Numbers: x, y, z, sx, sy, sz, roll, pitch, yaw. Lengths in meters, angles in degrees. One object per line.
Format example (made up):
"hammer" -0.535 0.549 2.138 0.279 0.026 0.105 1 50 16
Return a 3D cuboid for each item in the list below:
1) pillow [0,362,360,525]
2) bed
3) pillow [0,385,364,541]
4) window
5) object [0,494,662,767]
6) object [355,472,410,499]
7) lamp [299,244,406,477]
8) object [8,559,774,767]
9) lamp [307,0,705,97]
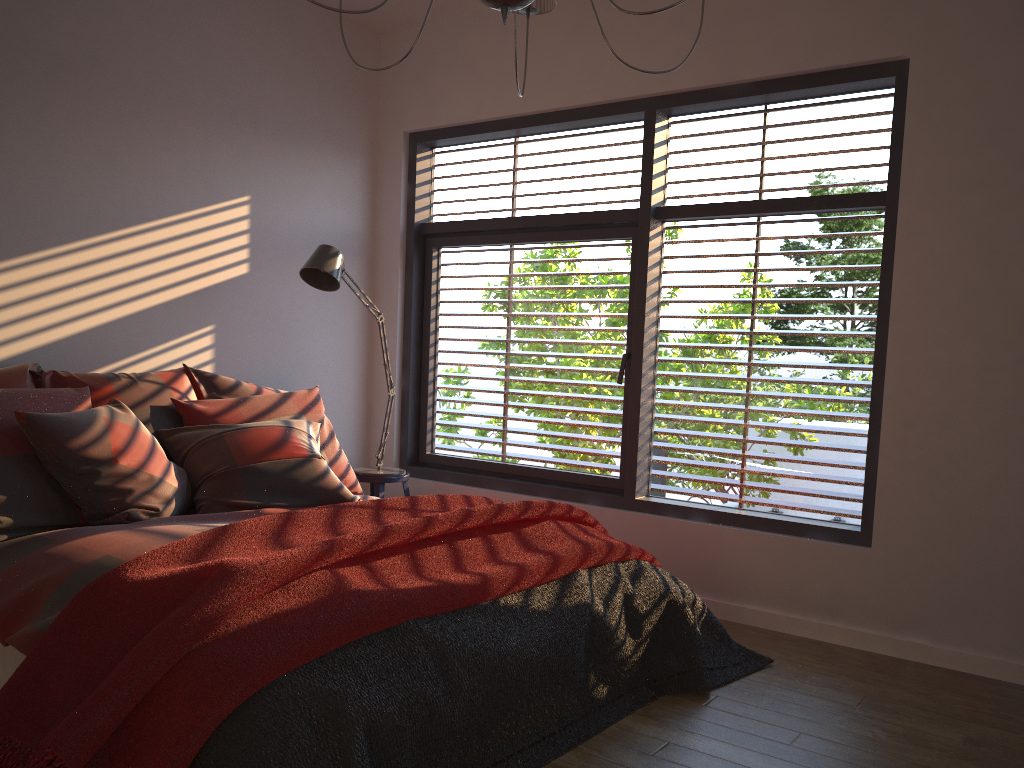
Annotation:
"pillow" -1.288 0.299 3.497 1.142 0.736 2.139 4 3 34
"bed" -0.808 0.618 3.161 2.308 0.773 2.033 4 3 35
"pillow" -1.361 0.269 3.449 0.526 0.553 1.812 5 3 36
"window" 0.502 -0.370 4.364 2.630 1.949 0.170 5 5 35
"object" -0.290 0.721 2.760 0.681 0.663 2.642 5 3 37
"object" -0.723 0.711 4.716 0.341 0.482 0.337 5 5 33
"lamp" -0.799 -0.089 4.422 0.279 1.132 0.786 5 5 27
"object" -0.154 0.759 2.710 1.119 0.570 2.503 4 3 36
"lamp" 0.003 -1.317 1.982 1.244 1.083 1.099 5 4 36
